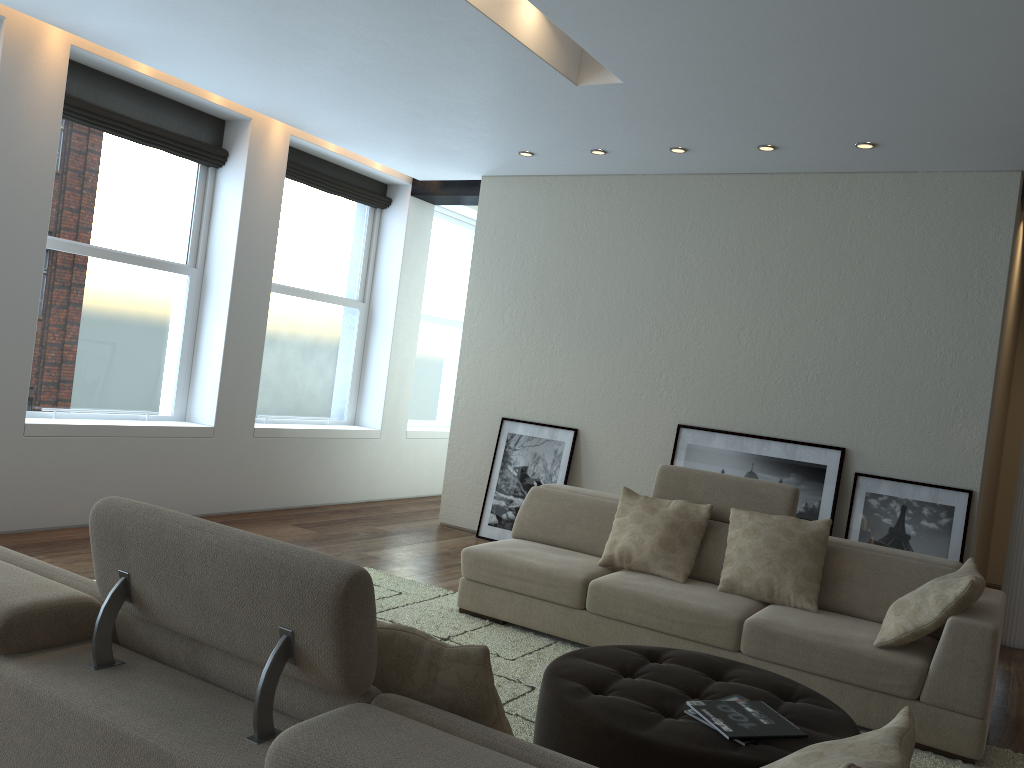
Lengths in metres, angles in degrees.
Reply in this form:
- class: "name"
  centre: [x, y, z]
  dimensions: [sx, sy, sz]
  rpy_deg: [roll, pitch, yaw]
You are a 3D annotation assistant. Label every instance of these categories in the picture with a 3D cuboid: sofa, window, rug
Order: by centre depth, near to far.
- class: "sofa"
  centre: [-0.427, 0.800, 2.073]
  dimensions: [2.581, 0.950, 1.021]
  rpy_deg: [8, 1, 31]
- class: "rug"
  centre: [-0.180, 1.287, 3.426]
  dimensions: [4.231, 0.020, 2.972]
  rpy_deg: [8, 1, 31]
- class: "sofa"
  centre: [1.078, 0.966, 4.601]
  dimensions: [2.581, 0.950, 1.021]
  rpy_deg: [8, 1, 31]
- class: "window"
  centre: [-2.755, -0.869, 6.199]
  dimensions: [0.123, 2.400, 1.443]
  rpy_deg: [8, 1, 31]
- class: "window"
  centre: [-1.783, -0.762, 7.832]
  dimensions: [0.123, 2.400, 1.563]
  rpy_deg: [8, 1, 31]
- class: "window"
  centre: [-0.829, -0.657, 9.434]
  dimensions: [0.123, 2.400, 1.373]
  rpy_deg: [8, 1, 31]

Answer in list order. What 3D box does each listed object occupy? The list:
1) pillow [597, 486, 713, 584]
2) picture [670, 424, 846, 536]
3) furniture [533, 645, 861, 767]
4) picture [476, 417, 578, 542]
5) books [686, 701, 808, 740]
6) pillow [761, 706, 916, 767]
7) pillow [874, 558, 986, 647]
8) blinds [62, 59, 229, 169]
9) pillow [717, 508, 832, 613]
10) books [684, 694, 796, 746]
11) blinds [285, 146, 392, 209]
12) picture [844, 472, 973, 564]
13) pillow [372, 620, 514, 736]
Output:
- class: "pillow"
  centre: [0.778, 0.806, 4.791]
  dimensions: [0.519, 0.416, 0.368]
  rpy_deg: [7, 1, 26]
- class: "picture"
  centre: [1.606, 0.921, 6.155]
  dimensions: [1.183, 1.140, 0.225]
  rpy_deg: [8, 1, 31]
- class: "furniture"
  centre: [0.605, 1.202, 2.991]
  dimensions: [1.057, 0.355, 1.057]
  rpy_deg: [8, 1, 33]
- class: "picture"
  centre: [0.112, 0.799, 7.070]
  dimensions: [0.700, 0.988, 0.195]
  rpy_deg: [8, 1, 31]
- class: "books"
  centre: [0.721, 1.033, 2.730]
  dimensions: [0.301, 0.040, 0.220]
  rpy_deg: [7, 1, -24]
- class: "pillow"
  centre: [0.564, 0.820, 1.743]
  dimensions: [0.395, 0.393, 0.518]
  rpy_deg: [8, 1, 34]
- class: "pillow"
  centre: [1.839, 0.960, 3.886]
  dimensions: [0.395, 0.393, 0.518]
  rpy_deg: [7, 1, 27]
- class: "blinds"
  centre: [-2.574, -1.869, 6.158]
  dimensions: [0.156, 0.393, 1.442]
  rpy_deg: [8, 1, 31]
- class: "pillow"
  centre: [1.317, 0.867, 4.481]
  dimensions: [0.534, 0.439, 0.301]
  rpy_deg: [7, 1, 27]
- class: "books"
  centre: [0.709, 1.038, 2.754]
  dimensions: [0.300, 0.031, 0.219]
  rpy_deg: [7, 1, -44]
- class: "blinds"
  centre: [-1.595, -1.815, 7.791]
  dimensions: [0.156, 0.275, 1.563]
  rpy_deg: [8, 1, 31]
- class: "picture"
  centre: [2.472, 1.110, 5.643]
  dimensions: [0.700, 0.988, 0.195]
  rpy_deg: [8, 1, 31]
- class: "pillow"
  centre: [-0.202, 0.700, 1.929]
  dimensions: [0.534, 0.439, 0.301]
  rpy_deg: [8, 1, 34]
